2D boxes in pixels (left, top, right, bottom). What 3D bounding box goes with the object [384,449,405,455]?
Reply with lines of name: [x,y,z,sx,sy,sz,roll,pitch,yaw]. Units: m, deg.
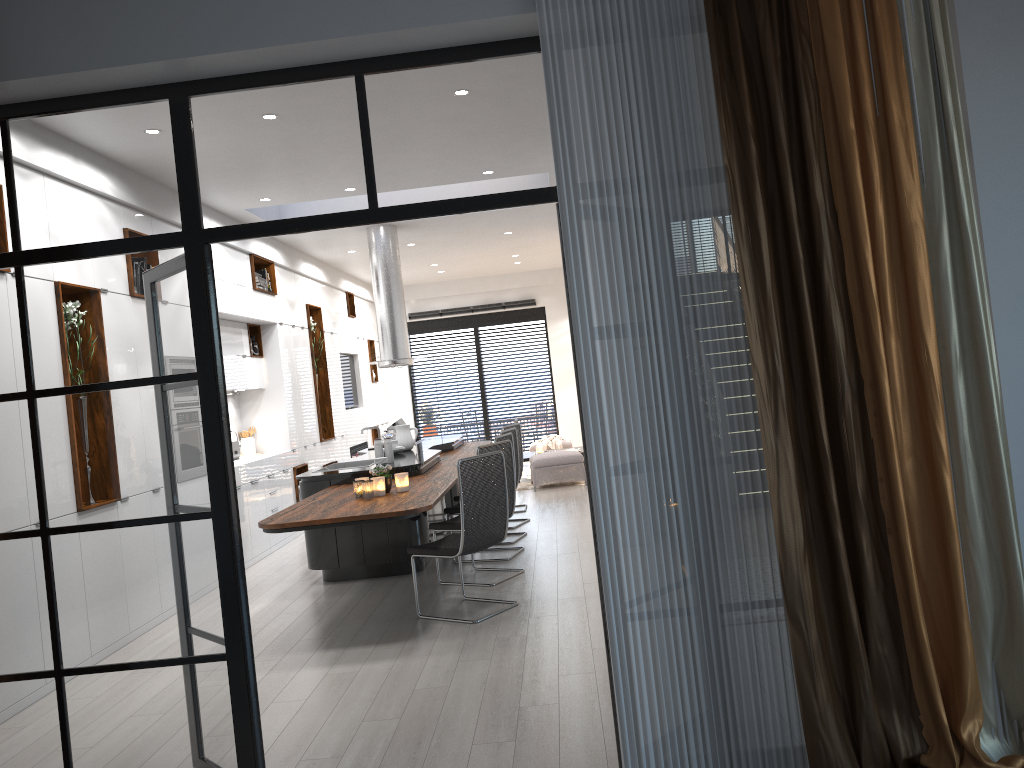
object: [-1.155,0.658,8.529,0.264,0.033,0.264,-6,0,39]

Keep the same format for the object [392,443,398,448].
object: [-1.162,0.601,8.530,0.138,0.051,0.138,-6,0,-17]

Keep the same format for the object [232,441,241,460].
object: [-2.943,0.703,9.223,0.176,0.195,0.260,-6,0,3]

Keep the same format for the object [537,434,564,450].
object: [0.636,0.978,14.075,0.417,0.355,0.761,-6,0,11]

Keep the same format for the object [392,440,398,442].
object: [-1.165,0.572,8.530,0.138,0.051,0.138,-6,0,-17]

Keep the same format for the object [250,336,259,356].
object: [-2.892,-0.418,9.871,0.123,0.231,0.123,-6,-1,4]

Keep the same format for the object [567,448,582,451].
object: [0.891,0.947,12.786,0.281,0.032,0.533,-6,0,16]

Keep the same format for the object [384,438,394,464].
object: [-1.039,0.557,7.470,0.071,0.219,0.071,-7,-1,29]

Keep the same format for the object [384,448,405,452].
object: [-1.157,0.645,8.529,0.264,0.033,0.264,-6,0,39]

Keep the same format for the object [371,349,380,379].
object: [-2.346,-0.355,14.890,0.480,0.626,0.315,-6,-1,-6]

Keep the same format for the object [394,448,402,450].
object: [-1.158,0.634,8.529,0.229,0.016,0.229,-6,0,0]

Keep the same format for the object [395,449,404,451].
object: [-1.156,0.652,8.529,0.264,0.033,0.264,-6,0,39]

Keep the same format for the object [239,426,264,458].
object: [-2.914,0.637,9.771,0.221,0.316,0.330,-6,0,3]

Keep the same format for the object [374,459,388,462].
object: [-1.081,0.641,7.317,0.111,0.023,0.111,-6,0,15]

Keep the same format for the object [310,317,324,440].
object: [-2.561,-0.080,11.471,0.322,1.615,0.323,-7,-1,29]

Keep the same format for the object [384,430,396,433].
object: [-1.283,0.582,10.025,0.253,0.147,0.265,-6,0,-44]

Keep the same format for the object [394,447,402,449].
object: [-1.159,0.625,8.529,0.229,0.016,0.229,-6,0,0]

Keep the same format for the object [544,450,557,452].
object: [0.451,0.996,12.990,0.333,0.030,0.582,-7,0,-34]

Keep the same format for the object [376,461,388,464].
object: [-1.080,0.654,7.317,0.111,0.023,0.111,-6,0,15]

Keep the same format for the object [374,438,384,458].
object: [-1.121,0.566,7.465,0.071,0.219,0.071,-6,-1,-33]

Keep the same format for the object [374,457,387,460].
object: [-1.084,0.622,7.317,0.111,0.023,0.111,-6,0,15]

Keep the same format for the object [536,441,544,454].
object: [0.399,0.925,12.806,0.110,0.183,0.119,-6,-1,8]

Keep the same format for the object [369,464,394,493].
object: [-0.886,0.647,6.090,0.151,0.206,0.157,-7,-1,20]

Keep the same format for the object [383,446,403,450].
object: [-1.160,0.621,8.529,0.229,0.016,0.229,-6,0,0]

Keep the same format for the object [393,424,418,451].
object: [-1.062,0.534,8.806,0.211,0.254,0.183,-7,-1,37]

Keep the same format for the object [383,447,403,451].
object: [-1.159,0.630,8.529,0.229,0.016,0.229,-6,0,0]

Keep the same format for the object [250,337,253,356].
object: [-2.904,-0.437,9.677,0.124,0.275,0.124,-6,-1,-9]

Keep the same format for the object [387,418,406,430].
object: [-1.300,0.497,10.024,0.249,0.212,0.256,-7,0,38]

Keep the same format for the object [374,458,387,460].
object: [-1.083,0.628,7.317,0.111,0.023,0.111,-6,0,15]

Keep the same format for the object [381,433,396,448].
object: [-1.263,0.596,9.155,0.211,0.174,0.211,-6,0,9]

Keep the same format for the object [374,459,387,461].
object: [-1.082,0.635,7.317,0.111,0.023,0.111,-6,0,15]

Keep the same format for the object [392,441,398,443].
object: [-1.164,0.584,8.530,0.138,0.051,0.138,-6,0,-17]

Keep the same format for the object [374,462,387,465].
object: [-1.079,0.660,7.316,0.111,0.023,0.111,-6,0,15]

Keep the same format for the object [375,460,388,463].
object: [-1.081,0.647,7.317,0.111,0.023,0.111,-6,0,15]
